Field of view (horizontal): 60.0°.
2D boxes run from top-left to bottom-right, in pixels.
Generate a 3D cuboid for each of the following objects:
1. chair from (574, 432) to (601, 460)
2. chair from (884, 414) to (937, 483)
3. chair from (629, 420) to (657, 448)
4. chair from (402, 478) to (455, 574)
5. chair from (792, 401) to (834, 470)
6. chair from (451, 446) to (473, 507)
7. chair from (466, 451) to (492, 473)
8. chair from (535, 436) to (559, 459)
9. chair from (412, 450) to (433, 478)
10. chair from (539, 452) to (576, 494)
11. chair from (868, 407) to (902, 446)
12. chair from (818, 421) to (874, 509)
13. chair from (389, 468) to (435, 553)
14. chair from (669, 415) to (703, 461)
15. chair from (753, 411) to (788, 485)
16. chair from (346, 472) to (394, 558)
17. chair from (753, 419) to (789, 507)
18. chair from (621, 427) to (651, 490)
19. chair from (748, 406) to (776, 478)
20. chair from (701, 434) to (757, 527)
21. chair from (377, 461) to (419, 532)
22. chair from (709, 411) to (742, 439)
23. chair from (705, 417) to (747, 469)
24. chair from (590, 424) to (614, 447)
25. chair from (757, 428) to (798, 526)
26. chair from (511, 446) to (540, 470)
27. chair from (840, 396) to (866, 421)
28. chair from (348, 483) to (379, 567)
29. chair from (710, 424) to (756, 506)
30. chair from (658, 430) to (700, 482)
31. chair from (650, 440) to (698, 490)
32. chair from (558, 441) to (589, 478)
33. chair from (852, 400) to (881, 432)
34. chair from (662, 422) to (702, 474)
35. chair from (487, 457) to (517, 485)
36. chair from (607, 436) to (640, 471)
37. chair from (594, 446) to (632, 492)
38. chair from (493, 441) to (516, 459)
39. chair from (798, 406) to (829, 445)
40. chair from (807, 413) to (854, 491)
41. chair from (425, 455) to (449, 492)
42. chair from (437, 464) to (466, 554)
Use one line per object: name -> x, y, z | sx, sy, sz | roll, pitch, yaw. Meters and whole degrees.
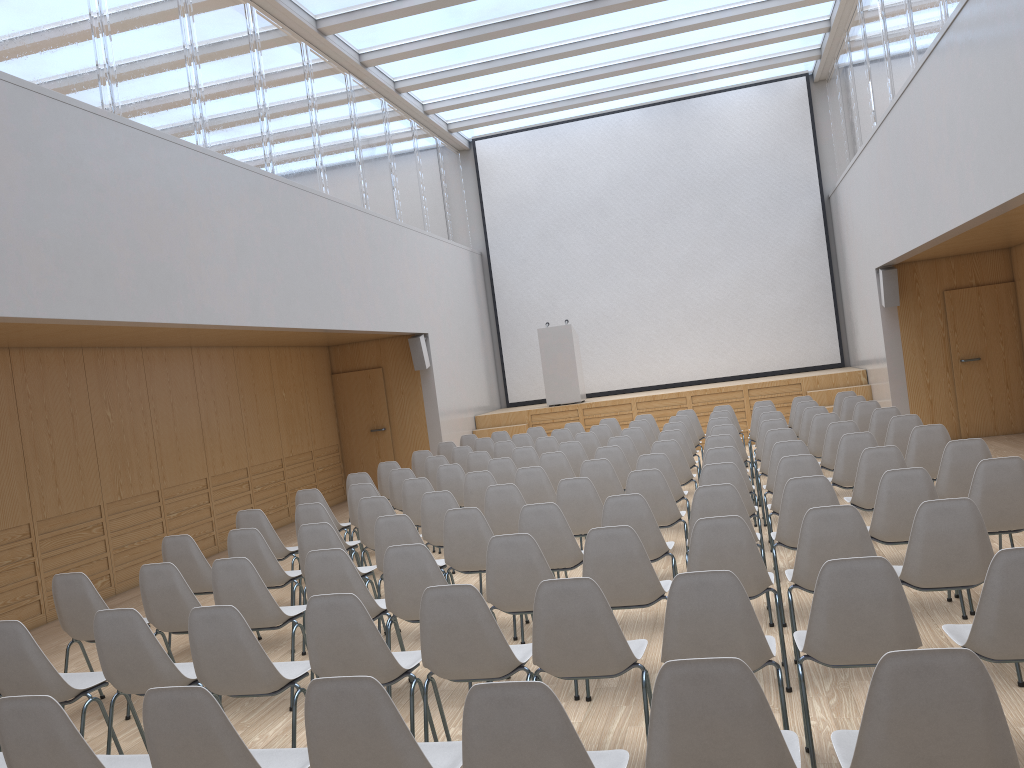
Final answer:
chair -> 0.972, 0.995, 10.702 | 0.479, 0.876, 0.505 | -7, 1, 14
chair -> 3.548, 0.695, 8.005 | 0.479, 0.876, 0.505 | -7, 1, 14
chair -> 1.725, 0.886, 11.544 | 0.479, 0.876, 0.505 | -7, 1, 14
chair -> -0.737, 1.251, 8.038 | 0.479, 0.876, 0.505 | -7, 1, 14
chair -> 3.710, 0.634, 11.071 | 0.479, 0.876, 0.505 | -7, 1, 14
chair -> -0.504, 1.182, 11.025 | 0.479, 0.876, 0.505 | -7, 1, 14
chair -> -0.264, 1.165, 9.979 | 0.479, 0.876, 0.505 | -7, 1, 14
chair -> 0.510, 1.053, 10.796 | 0.479, 0.876, 0.505 | -7, 1, 14
chair -> -1.010, 1.246, 11.211 | 0.479, 0.876, 0.505 | -7, 1, 14
chair -> 0.499, 1.081, 8.790 | 0.479, 0.876, 0.505 | -7, 1, 14
chair -> 3.775, 0.653, 8.937 | 0.479, 0.876, 0.505 | -7, 1, 14
chair -> 3.052, 0.757, 8.147 | 0.479, 0.876, 0.505 | -7, 1, 14
chair -> -1.007, 1.272, 9.133 | 0.479, 0.876, 0.505 | -7, 1, 14
chair -> 2.219, 0.823, 11.451 | 0.479, 0.876, 0.505 | -7, 1, 14
chair -> 3.019, 0.735, 10.195 | 0.479, 0.876, 0.505 | -7, 1, 14
chair -> -1.460, 1.329, 9.275 | 0.479, 0.876, 0.505 | -7, 1, 14
chair -> 2.750, 0.783, 9.212 | 0.479, 0.876, 0.505 | -7, 1, 14
chair -> 1.493, 0.930, 10.489 | 0.479, 0.876, 0.505 | -7, 1, 14
chair -> 3.205, 0.699, 11.136 | 0.479, 0.876, 0.505 | -7, 1, 14
chair -> 2.008, 0.890, 8.367 | 0.479, 0.876, 0.505 | -7, 1, 14
chair -> -1.280, 1.294, 10.189 | 0.479, 0.876, 0.505 | -7, 1, 14
chair -> 2.702, 0.762, 11.302 | 0.479, 0.876, 0.505 | -7, 1, 14
chair -> 2.456, 0.807, 10.293 | 0.479, 0.876, 0.505 | -7, 1, 14
chair -> 1.233, 0.949, 11.624 | 0.479, 0.876, 0.505 | -7, 1, 14
chair -> 2.518, 0.826, 8.219 | 0.479, 0.876, 0.505 | -7, 1, 14
chair -> 0.233, 1.102, 9.814 | 0.479, 0.876, 0.505 | -7, 1, 14
chair -> 4.215, 0.571, 10.886 | 0.479, 0.876, 0.505 | -7, 1, 14
chair -> -1.241, 1.315, 8.181 | 0.479, 0.876, 0.505 | -7, 1, 14
chair -> 2.279, 0.842, 9.349 | 0.479, 0.876, 0.505 | -7, 1, 14
chair -> 1.766, 0.907, 9.505 | 0.479, 0.876, 0.505 | -7, 1, 14
chair -> 1.535, 0.950, 8.504 | 0.479, 0.876, 0.505 | -7, 1, 14
chair -> 0.725, 1.039, 9.714 | 0.479, 0.876, 0.505 | -7, 1, 14
chair -> 3.998, 0.611, 9.952 | 0.479, 0.876, 0.505 | -7, 1, 14
chair -> 1.977, 0.867, 10.472 | 0.479, 0.876, 0.505 | -7, 1, 14
chair -> -0.006, 1.145, 8.886 | 0.479, 0.876, 0.505 | -7, 1, 14
chair -> 1.239, 0.974, 9.565 | 0.479, 0.876, 0.505 | -7, 1, 14
chair -> 1.023, 1.014, 8.650 | 0.479, 0.876, 0.505 | -7, 1, 14
chair -> 0.012, 1.116, 10.968 | 0.479, 0.876, 0.505 | -7, 1, 14
chair -> 3.482, 0.676, 10.109 | 0.479, 0.876, 0.505 | -7, 1, 14
chair -> 3.253, 0.718, 9.137 | 0.479, 0.876, 0.505 | -7, 1, 14
chair -> -0.741, 1.225, 10.116 | 0.479, 0.876, 0.505 | -7, 1, 14
chair -> -0.505, 1.209, 8.925 | 0.479, 0.876, 0.505 | -7, 1, 14
